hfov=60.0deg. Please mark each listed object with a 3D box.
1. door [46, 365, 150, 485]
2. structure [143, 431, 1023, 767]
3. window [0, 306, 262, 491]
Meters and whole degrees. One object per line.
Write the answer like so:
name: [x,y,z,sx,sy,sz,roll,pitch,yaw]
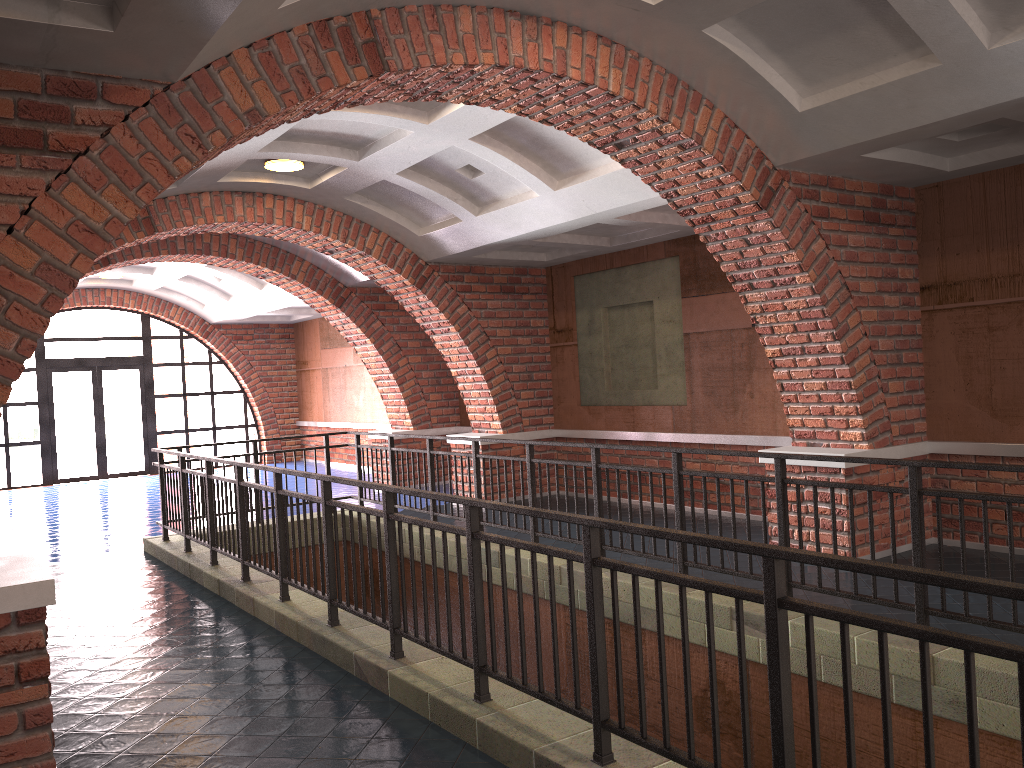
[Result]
door: [-8.101,0.761,17.421,1.754,2.236,0.040,-4,1,-34]
structure: [0.323,3.318,5.487,2.464,5.665,11.176,-4,1,-34]
window: [-8.086,0.191,17.441,6.353,3.471,0.100,-4,1,-34]
